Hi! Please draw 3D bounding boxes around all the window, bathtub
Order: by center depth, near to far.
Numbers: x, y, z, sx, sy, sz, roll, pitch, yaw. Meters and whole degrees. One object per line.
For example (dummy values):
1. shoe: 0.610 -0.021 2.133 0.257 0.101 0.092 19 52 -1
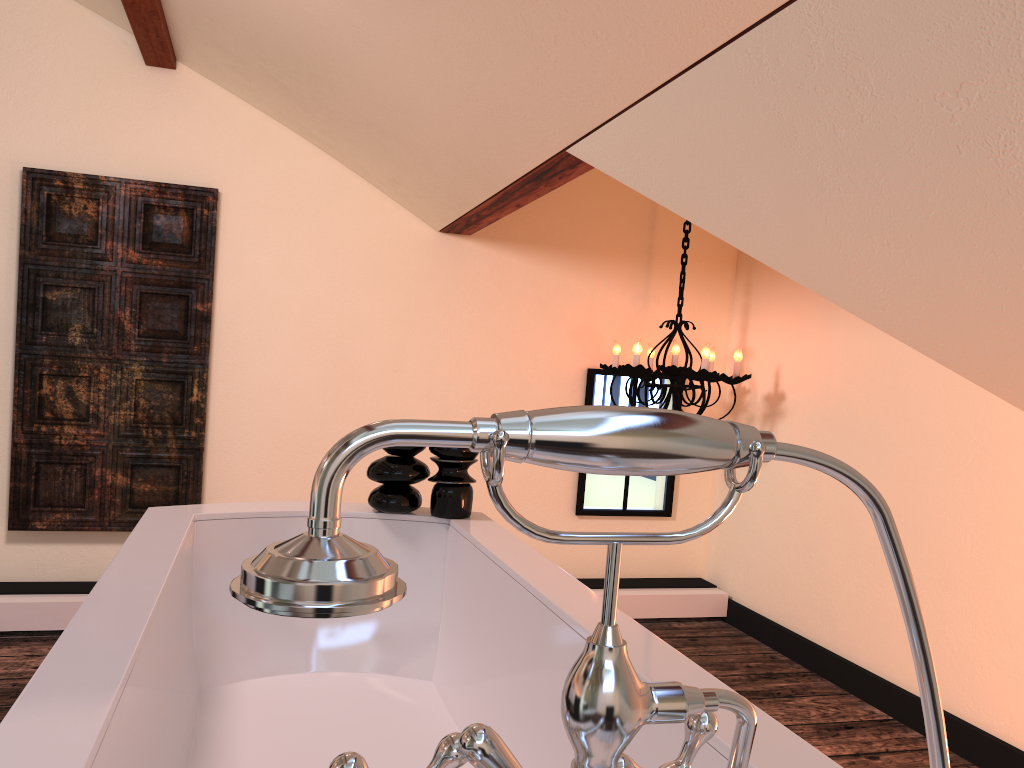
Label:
1. bathtub: -0.209 0.725 1.240 0.799 0.695 2.211 3 1 -16
2. window: 0.511 0.289 3.851 0.449 0.703 0.046 3 3 -16

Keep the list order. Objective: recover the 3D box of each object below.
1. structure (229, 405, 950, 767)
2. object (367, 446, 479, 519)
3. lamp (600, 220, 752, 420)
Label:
1. structure: 0.044 0.575 0.308 0.384 1.122 0.552 4 3 -2
2. object: -0.222 0.243 2.183 0.276 0.229 0.156 5 3 14
3. lamp: 0.659 -0.403 3.477 0.541 1.128 0.614 4 3 -6
